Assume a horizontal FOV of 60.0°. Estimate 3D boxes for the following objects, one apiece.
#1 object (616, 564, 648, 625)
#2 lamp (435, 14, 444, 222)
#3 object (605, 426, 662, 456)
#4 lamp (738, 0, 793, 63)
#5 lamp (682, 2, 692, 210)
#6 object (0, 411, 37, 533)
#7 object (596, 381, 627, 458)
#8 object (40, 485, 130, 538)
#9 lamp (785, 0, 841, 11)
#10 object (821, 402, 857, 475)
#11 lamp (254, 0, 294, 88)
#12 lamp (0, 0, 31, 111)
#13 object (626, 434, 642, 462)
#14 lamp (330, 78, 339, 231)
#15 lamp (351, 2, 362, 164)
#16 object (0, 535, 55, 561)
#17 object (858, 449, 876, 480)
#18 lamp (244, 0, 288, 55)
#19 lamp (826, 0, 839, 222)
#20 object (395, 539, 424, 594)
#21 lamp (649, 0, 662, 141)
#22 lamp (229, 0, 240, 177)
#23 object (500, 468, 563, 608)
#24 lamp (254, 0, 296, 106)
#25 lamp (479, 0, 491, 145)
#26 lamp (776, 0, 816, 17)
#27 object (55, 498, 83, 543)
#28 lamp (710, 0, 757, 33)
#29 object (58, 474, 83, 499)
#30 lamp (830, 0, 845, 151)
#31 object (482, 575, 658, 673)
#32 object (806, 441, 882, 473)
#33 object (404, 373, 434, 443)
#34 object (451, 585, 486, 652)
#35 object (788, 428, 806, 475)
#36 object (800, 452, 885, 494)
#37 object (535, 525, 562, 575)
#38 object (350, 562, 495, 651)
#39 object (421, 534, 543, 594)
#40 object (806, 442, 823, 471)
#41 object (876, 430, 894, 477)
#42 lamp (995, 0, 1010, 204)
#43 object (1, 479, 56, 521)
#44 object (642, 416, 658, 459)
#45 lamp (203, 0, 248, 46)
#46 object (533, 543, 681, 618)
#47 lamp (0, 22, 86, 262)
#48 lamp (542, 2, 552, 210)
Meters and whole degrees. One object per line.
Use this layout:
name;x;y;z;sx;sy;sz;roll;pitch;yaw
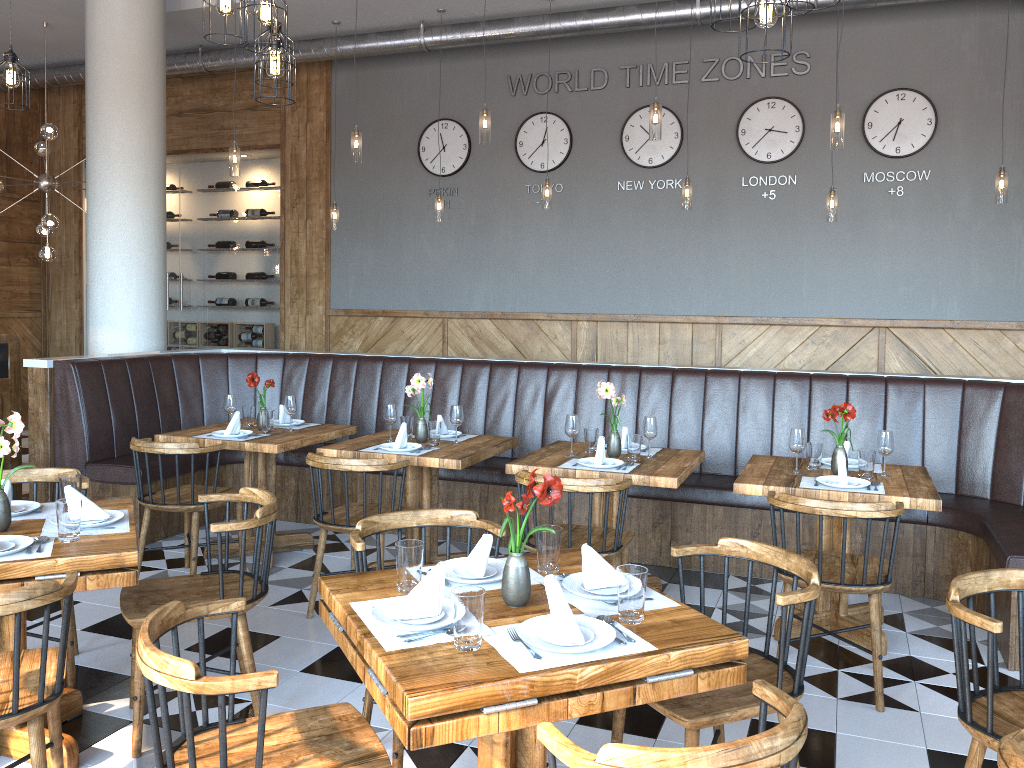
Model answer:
object;0.299;0.528;2.219;0.080;0.132;0.080;3;4;36
lamp;-0.620;-2.393;7.669;0.078;1.960;0.078;1;3;7
object;0.627;0.293;4.863;0.352;0.137;0.272;3;5;21
lamp;0.932;-2.216;3.162;0.175;2.066;0.175;0;3;-9
lamp;1.386;-2.346;6.907;0.078;1.960;0.078;2;3;28
object;-1.713;0.295;2.995;0.207;0.399;0.146;3;4;32
object;0.513;0.181;4.629;0.146;0.399;0.207;2;3;23
object;-1.488;0.420;3.100;0.272;0.137;0.353;-1;5;-24
lamp;1.040;-2.328;2.962;0.175;2.066;0.175;-2;4;-42
object;1.542;0.258;4.189;0.156;0.354;0.171;2;3;24
lamp;-1.125;-2.471;4.201;0.175;2.066;0.175;-1;3;-29
lamp;-2.729;-2.550;4.809;0.175;2.066;0.175;2;3;31
object;0.623;0.327;4.520;0.080;0.132;0.080;2;4;26
lamp;-1.604;-2.383;8.044;0.078;1.960;0.078;-1;3;-37
lamp;-1.095;-2.555;6.267;0.078;1.960;0.078;1;3;7
object;-1.620;0.450;2.745;0.352;0.137;0.272;-1;5;-24
object;1.652;0.377;4.130;0.080;0.132;0.080;1;3;6
lamp;-1.046;-2.475;3.772;0.175;2.066;0.175;1;3;-7
lamp;2.387;-2.183;6.533;0.078;1.960;0.078;-1;3;-29
object;-0.281;0.501;2.427;0.080;0.132;0.080;2;4;26
lamp;0.912;-2.508;5.505;0.078;1.960;0.078;3;4;39
lamp;-2.078;-2.545;6.642;0.078;1.960;0.078;-1;3;-37
object;0.051;0.404;2.324;0.171;0.354;0.156;0;3;-14
lamp;-1.065;-2.321;3.995;0.175;2.066;0.175;1;3;4
lamp;-0.169;-2.594;5.913;0.078;1.960;0.078;-1;3;-34
lamp;1.078;-2.461;3.333;0.175;2.066;0.175;0;3;-9
object;-1.438;0.443;2.877;0.080;0.132;0.080;3;4;36
lamp;0.870;-2.409;3.360;0.175;2.066;0.175;0;3;-20
object;-1.630;0.405;3.273;0.080;0.132;0.080;3;4;36
lamp;1.913;-2.345;5.131;0.078;1.960;0.078;-1;3;-29
object;0.123;0.535;2.088;0.352;0.137;0.272;-1;5;-24
object;1.677;0.345;4.465;0.352;0.137;0.272;3;5;21
object;-0.523;0.133;4.992;0.207;0.399;0.146;3;3;28
object;-0.101;0.539;2.032;0.080;0.132;0.080;2;4;26
object;1.365;0.321;4.243;0.081;0.215;0.081;3;3;29
object;1.482;0.386;3.978;0.352;0.137;0.272;3;5;21
object;0.107;0.490;2.615;0.080;0.132;0.080;2;4;26
object;-0.232;0.518;2.216;0.272;0.137;0.353;-1;5;-24
object;-0.101;0.488;2.571;0.352;0.137;0.272;-1;5;-24
object;1.477;0.356;4.331;0.080;0.132;0.080;2;4;21
object;1.770;0.330;4.207;0.081;0.215;0.081;0;3;-10
lamp;3.426;-2.238;6.136;0.078;1.960;0.078;1;3;-4
object;-1.844;0.403;3.228;0.352;0.137;0.272;-1;5;-24
object;0.716;0.279;4.606;0.081;0.215;0.081;0;3;-16
lamp;-1.242;-2.540;3.838;0.175;2.066;0.175;1;3;4
object;0.255;0.505;2.443;0.272;0.137;0.353;-1;5;-24
lamp;-4.310;-2.231;8.202;1.186;2.188;1.164;0;3;-18
lamp;0.305;-2.432;7.315;0.078;1.960;0.078;-1;3;-34
